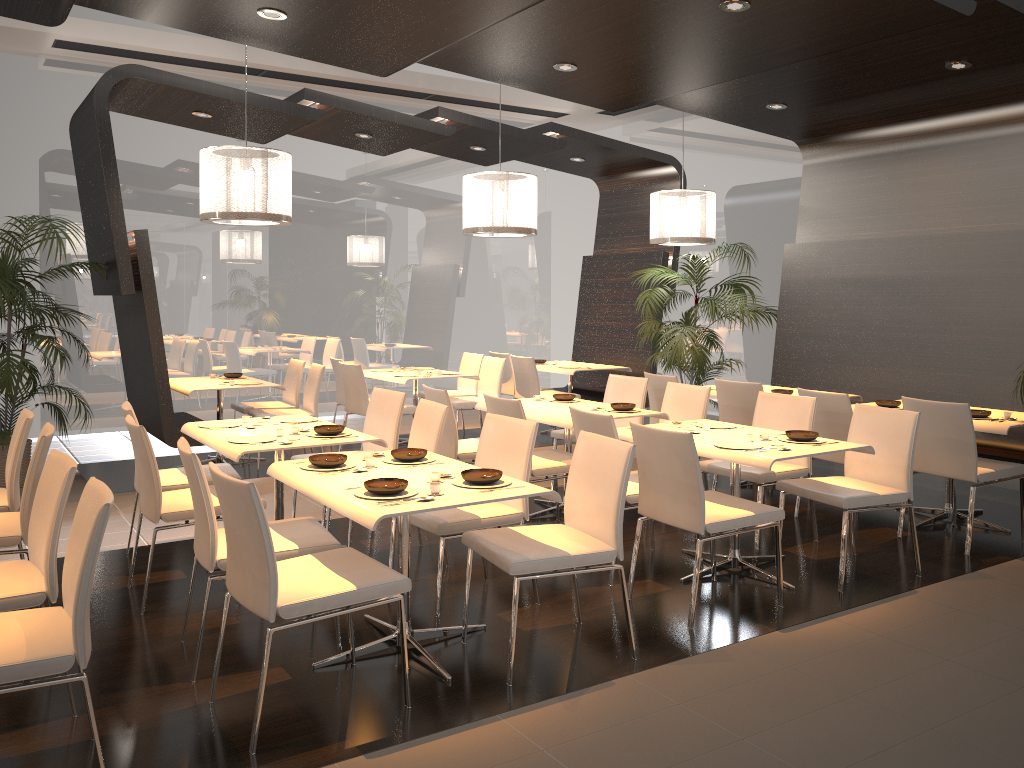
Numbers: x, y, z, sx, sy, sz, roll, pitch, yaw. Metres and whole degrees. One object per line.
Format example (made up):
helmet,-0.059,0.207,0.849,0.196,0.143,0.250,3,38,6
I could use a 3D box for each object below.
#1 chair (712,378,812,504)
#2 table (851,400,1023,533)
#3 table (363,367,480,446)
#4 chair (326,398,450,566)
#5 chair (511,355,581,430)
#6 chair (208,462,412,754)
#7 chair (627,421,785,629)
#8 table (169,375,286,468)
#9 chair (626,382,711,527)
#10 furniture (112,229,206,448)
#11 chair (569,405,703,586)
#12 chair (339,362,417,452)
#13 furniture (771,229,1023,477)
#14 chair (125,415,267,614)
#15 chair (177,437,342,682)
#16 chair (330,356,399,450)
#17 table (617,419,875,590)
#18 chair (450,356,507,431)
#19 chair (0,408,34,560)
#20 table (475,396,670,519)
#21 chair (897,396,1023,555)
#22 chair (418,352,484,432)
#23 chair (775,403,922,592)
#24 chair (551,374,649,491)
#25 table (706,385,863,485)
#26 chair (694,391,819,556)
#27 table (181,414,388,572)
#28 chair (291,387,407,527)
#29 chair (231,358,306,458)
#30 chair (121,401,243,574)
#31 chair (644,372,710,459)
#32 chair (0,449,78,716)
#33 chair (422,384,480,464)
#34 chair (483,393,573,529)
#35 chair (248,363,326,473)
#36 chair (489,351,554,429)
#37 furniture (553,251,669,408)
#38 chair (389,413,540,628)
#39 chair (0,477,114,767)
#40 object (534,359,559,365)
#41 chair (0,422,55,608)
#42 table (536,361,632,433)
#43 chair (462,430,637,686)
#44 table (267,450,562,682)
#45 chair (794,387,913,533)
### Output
chair,1.854,0.395,6.583,0.606,0.872,0.485,-2,3,-36
table,2.907,0.542,5.865,0.801,0.724,1.150,-2,5,-33
table,-0.954,0.249,8.723,0.801,0.724,1.150,-2,5,-33
chair,-0.684,0.550,4.900,0.605,0.872,0.485,-1,2,-26
chair,0.329,0.136,9.180,0.605,0.872,0.485,-1,3,-31
chair,-0.742,0.716,3.168,0.606,0.868,0.485,-2,3,-36
chair,0.913,0.619,4.244,0.605,0.872,0.485,-1,3,-31
table,-2.544,0.343,7.702,0.801,0.724,1.150,-2,5,-33
chair,0.993,0.447,5.995,0.605,0.868,0.485,-1,3,-31
furniture,-2.898,-0.405,7.422,0.757,1.672,1.405,-1,3,-33
chair,0.653,0.563,4.813,0.605,0.872,0.485,-1,2,-26
chair,-1.247,0.233,8.125,0.606,0.872,0.485,-2,3,-36
furniture,3.081,-0.327,6.852,0.757,1.671,2.909,-1,4,-33
chair,-1.587,0.593,4.397,0.605,0.868,0.485,-1,3,-31
chair,-1.064,0.666,3.674,0.605,0.868,0.485,-1,2,-26
chair,-1.485,0.165,8.785,0.605,0.868,0.485,-1,2,-26
table,1.204,0.643,4.769,0.801,0.724,1.150,-2,5,-33
chair,-0.397,0.178,8.696,0.605,0.868,0.485,-1,3,-31
chair,-2.699,0.592,4.362,0.605,0.868,0.485,-1,3,-31
table,0.487,0.511,6.087,1.054,0.724,1.150,-2,5,-33
chair,2.732,0.513,5.386,0.605,0.868,0.485,-1,3,-31
chair,-0.639,0.121,9.296,0.605,0.872,0.485,-1,3,-31
chair,1.816,0.574,4.747,0.605,0.872,0.485,-1,2,-26
chair,0.675,0.385,6.614,0.606,0.868,0.485,-2,3,-36
table,2.064,0.419,7.096,0.801,0.724,1.150,-2,5,-33
chair,1.498,0.512,5.365,0.606,0.872,0.485,-2,3,-36
table,-1.296,0.618,4.922,0.801,0.724,1.150,-2,5,-33
chair,-1.002,0.486,5.518,0.606,0.868,0.485,-2,3,-36
chair,-2.252,0.219,8.224,0.605,0.872,0.485,-1,3,-31
chair,-1.856,0.538,4.953,0.605,0.868,0.485,-1,2,-26
chair,1.405,0.345,7.080,0.605,0.872,0.485,-1,2,-26
chair,-1.871,0.720,3.104,0.606,0.872,0.485,-2,3,-36
chair,-0.278,0.441,6.002,0.605,0.868,0.485,-1,2,-26
chair,0.165,0.497,5.475,0.605,0.872,0.485,-1,3,-31
chair,-1.942,0.273,7.667,0.605,0.868,0.485,-1,2,-26
chair,0.088,0.074,9.780,0.605,0.868,0.485,-1,3,-31
furniture,1.002,-0.638,9.960,0.757,1.672,1.405,-1,3,-33
chair,-0.221,0.615,4.246,0.606,0.872,0.485,-2,3,-36
chair,-1.503,0.771,2.595,0.605,0.872,0.485,-1,3,-31
object,0.344,-0.247,9.913,0.304,0.044,0.366,-3,7,-34
chair,-2.331,0.643,3.853,0.605,0.868,0.485,-1,2,-26
table,0.644,0.154,9.755,0.801,0.724,1.150,-2,5,-33
chair,0.161,0.671,3.669,0.605,0.868,0.485,-1,2,-26
table,-0.451,0.742,3.692,0.801,0.724,1.150,-2,5,-33
chair,2.248,0.466,5.850,0.605,0.868,0.485,-1,2,-26
